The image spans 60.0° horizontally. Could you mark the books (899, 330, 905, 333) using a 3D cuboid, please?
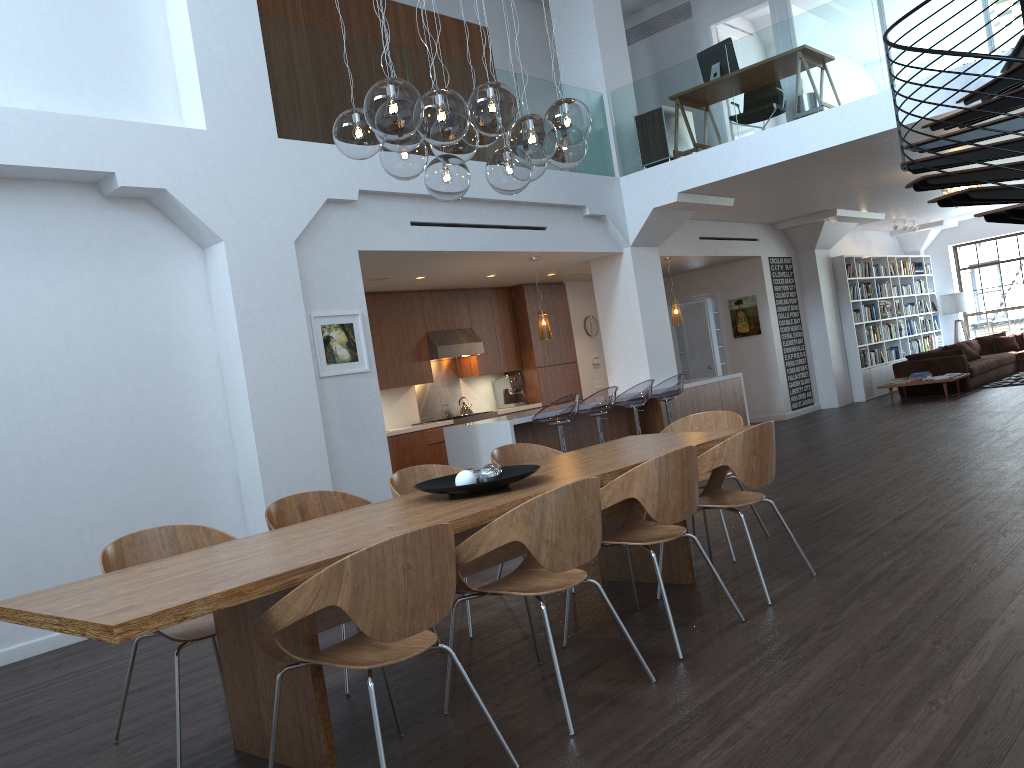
[{"bbox_3d":[7.078,-0.947,16.321,0.259,0.040,0.180,-9,0,42],"label":"books"}]

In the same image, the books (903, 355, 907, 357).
[{"bbox_3d":[7.088,-0.498,16.300,0.284,0.035,0.197,-9,0,42],"label":"books"}]

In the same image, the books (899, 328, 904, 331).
[{"bbox_3d":[7.073,-0.989,16.301,0.231,0.044,0.168,-9,0,37],"label":"books"}]

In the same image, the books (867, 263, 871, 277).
[{"bbox_3d":[6.110,-1.961,15.369,0.182,0.255,0.077,-9,0,42],"label":"books"}]

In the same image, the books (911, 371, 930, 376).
[{"bbox_3d":[6.338,-0.164,13.758,0.157,0.027,0.224,-9,0,-43],"label":"books"}]

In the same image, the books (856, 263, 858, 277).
[{"bbox_3d":[5.748,-1.898,14.974,0.159,0.248,0.089,-9,0,42],"label":"books"}]

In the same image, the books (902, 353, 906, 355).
[{"bbox_3d":[7.083,-0.532,16.300,0.284,0.033,0.197,-9,0,27],"label":"books"}]

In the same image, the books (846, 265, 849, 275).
[{"bbox_3d":[5.447,-1.836,14.626,0.182,0.215,0.188,-9,0,42],"label":"books"}]

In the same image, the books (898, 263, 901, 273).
[{"bbox_3d":[7.165,-2.124,16.564,0.159,0.241,0.038,-9,0,42],"label":"books"}]

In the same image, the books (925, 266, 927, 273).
[{"bbox_3d":[8.191,-2.256,17.680,0.128,0.178,0.022,-9,0,42],"label":"books"}]

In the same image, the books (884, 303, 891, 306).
[{"bbox_3d":[6.704,-1.423,15.991,0.223,0.027,0.161,-9,0,32],"label":"books"}]

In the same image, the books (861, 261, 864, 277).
[{"bbox_3d":[5.905,-1.945,15.160,0.197,0.290,0.136,-9,0,42],"label":"books"}]

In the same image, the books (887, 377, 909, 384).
[{"bbox_3d":[6.074,-0.060,13.926,0.241,0.045,0.334,-9,0,44],"label":"books"}]

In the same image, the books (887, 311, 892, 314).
[{"bbox_3d":[6.700,-1.269,15.962,0.180,0.042,0.259,-9,0,42],"label":"books"}]

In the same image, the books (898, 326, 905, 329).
[{"bbox_3d":[7.059,-1.028,16.298,0.253,0.040,0.183,-9,0,42],"label":"books"}]

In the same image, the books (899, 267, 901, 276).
[{"bbox_3d":[7.150,-2.104,16.521,0.144,0.207,0.048,-9,0,42],"label":"books"}]

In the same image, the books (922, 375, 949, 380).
[{"bbox_3d":[6.317,-0.090,13.230,0.231,0.040,0.342,-9,0,-8],"label":"books"}]

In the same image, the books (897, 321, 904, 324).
[{"bbox_3d":[7.061,-1.117,16.283,0.144,0.024,0.208,-9,0,-43],"label":"books"}]

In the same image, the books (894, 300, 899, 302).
[{"bbox_3d":[6.933,-1.504,16.214,0.161,0.030,0.224,-9,0,-38],"label":"books"}]

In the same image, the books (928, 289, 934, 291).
[{"bbox_3d":[8.241,-1.852,17.726,0.197,0.033,0.284,-9,0,-33],"label":"books"}]

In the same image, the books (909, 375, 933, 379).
[{"bbox_3d":[6.347,-0.097,13.757,0.312,0.037,0.216,-9,0,32],"label":"books"}]

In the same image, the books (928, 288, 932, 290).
[{"bbox_3d":[8.234,-1.884,17.720,0.174,0.032,0.254,-9,0,-13],"label":"books"}]

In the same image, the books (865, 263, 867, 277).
[{"bbox_3d":[5.989,-1.939,15.226,0.182,0.253,0.098,-9,0,42],"label":"books"}]

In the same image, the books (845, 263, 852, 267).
[{"bbox_3d":[5.586,-1.875,14.794,0.159,0.248,0.089,-9,0,42],"label":"books"}]

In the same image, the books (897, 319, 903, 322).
[{"bbox_3d":[7.049,-1.148,16.280,0.129,0.041,0.185,-9,0,-33],"label":"books"}]

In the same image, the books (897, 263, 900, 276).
[{"bbox_3d":[7.074,-2.112,16.457,0.189,0.247,0.057,-9,0,42],"label":"books"}]

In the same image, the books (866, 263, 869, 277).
[{"bbox_3d":[6.044,-1.944,15.293,0.174,0.243,0.085,-9,0,42],"label":"books"}]

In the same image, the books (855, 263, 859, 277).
[{"bbox_3d":[5.777,-1.905,15.005,0.170,0.251,0.118,-9,0,42],"label":"books"}]

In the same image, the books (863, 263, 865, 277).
[{"bbox_3d":[5.965,-1.934,15.203,0.159,0.248,0.089,-9,0,42],"label":"books"}]

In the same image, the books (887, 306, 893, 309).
[{"bbox_3d":[6.710,-1.358,15.955,0.183,0.042,0.253,-9,0,42],"label":"books"}]

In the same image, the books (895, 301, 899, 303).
[{"bbox_3d":[6.932,-1.474,16.208,0.223,0.031,0.161,-9,0,42],"label":"books"}]

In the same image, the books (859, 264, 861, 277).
[{"bbox_3d":[5.816,-1.907,15.042,0.174,0.242,0.105,-9,0,42],"label":"books"}]

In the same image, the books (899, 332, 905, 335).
[{"bbox_3d":[7.071,-0.907,16.300,0.160,0.037,0.251,-9,0,-43],"label":"books"}]

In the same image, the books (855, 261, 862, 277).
[{"bbox_3d":[5.866,-1.940,15.111,0.176,0.293,0.125,-9,0,42],"label":"books"}]

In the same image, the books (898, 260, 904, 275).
[{"bbox_3d":[7.247,-2.162,16.659,0.176,0.290,0.053,-9,0,42],"label":"books"}]

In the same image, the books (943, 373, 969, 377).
[{"bbox_3d":[6.658,-0.143,13.380,0.350,0.035,0.256,-9,0,-23],"label":"books"}]

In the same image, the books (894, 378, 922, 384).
[{"bbox_3d":[6.029,-0.046,13.507,0.340,0.035,0.236,-9,0,-23],"label":"books"}]

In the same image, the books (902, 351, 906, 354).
[{"bbox_3d":[7.076,-0.564,16.305,0.174,0.032,0.254,-9,0,-43],"label":"books"}]

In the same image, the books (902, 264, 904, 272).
[{"bbox_3d":[7.280,-2.133,16.688,0.161,0.223,0.026,-9,0,42],"label":"books"}]

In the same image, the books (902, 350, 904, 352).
[{"bbox_3d":[7.074,-0.593,16.301,0.204,0.025,0.144,-9,0,42],"label":"books"}]

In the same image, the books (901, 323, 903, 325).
[{"bbox_3d":[7.066,-1.093,16.272,0.161,0.026,0.223,-9,0,32],"label":"books"}]

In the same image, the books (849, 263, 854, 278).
[{"bbox_3d":[5.616,-1.882,14.825,0.170,0.251,0.118,-9,0,42],"label":"books"}]

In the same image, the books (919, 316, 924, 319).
[{"bbox_3d":[7.799,-1.267,17.119,0.161,0.030,0.224,-9,0,-38],"label":"books"}]

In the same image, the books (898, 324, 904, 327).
[{"bbox_3d":[7.062,-1.064,16.298,0.223,0.032,0.161,-9,0,42],"label":"books"}]

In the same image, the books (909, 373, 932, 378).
[{"bbox_3d":[6.341,-0.132,13.763,0.191,0.035,0.279,-9,0,-38],"label":"books"}]

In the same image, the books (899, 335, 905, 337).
[{"bbox_3d":[7.077,-0.870,16.297,0.246,0.038,0.171,-9,0,42],"label":"books"}]

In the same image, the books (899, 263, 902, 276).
[{"bbox_3d":[7.198,-2.132,16.596,0.171,0.246,0.057,-9,0,42],"label":"books"}]

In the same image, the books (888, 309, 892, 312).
[{"bbox_3d":[6.713,-1.315,15.963,0.168,0.045,0.231,-9,0,37],"label":"books"}]

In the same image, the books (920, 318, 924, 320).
[{"bbox_3d":[7.798,-1.236,17.113,0.223,0.031,0.161,-9,0,42],"label":"books"}]

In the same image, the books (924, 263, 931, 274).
[{"bbox_3d":[8.325,-2.305,17.834,0.140,0.231,0.042,-9,0,42],"label":"books"}]

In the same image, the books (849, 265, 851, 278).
[{"bbox_3d":[5.550,-1.854,14.741,0.161,0.218,0.101,-9,0,42],"label":"books"}]

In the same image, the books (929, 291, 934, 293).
[{"bbox_3d":[8.246,-1.818,17.726,0.197,0.035,0.284,-9,0,-18],"label":"books"}]

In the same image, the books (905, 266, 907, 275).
[{"bbox_3d":[7.367,-2.151,16.788,0.168,0.231,0.037,-9,0,42],"label":"books"}]

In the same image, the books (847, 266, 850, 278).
[{"bbox_3d":[5.502,-1.841,14.699,0.167,0.210,0.162,-9,0,42],"label":"books"}]

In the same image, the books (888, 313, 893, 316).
[{"bbox_3d":[6.727,-1.233,15.949,0.251,0.039,0.160,-9,0,-43],"label":"books"}]

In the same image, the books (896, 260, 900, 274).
[{"bbox_3d":[7.117,-2.145,16.483,0.140,0.298,0.044,-9,0,42],"label":"books"}]

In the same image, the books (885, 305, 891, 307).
[{"bbox_3d":[6.703,-1.393,15.963,0.161,0.033,0.223,-9,0,42],"label":"books"}]

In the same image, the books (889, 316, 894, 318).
[{"bbox_3d":[6.736,-1.194,15.949,0.171,0.039,0.246,-9,0,42],"label":"books"}]
